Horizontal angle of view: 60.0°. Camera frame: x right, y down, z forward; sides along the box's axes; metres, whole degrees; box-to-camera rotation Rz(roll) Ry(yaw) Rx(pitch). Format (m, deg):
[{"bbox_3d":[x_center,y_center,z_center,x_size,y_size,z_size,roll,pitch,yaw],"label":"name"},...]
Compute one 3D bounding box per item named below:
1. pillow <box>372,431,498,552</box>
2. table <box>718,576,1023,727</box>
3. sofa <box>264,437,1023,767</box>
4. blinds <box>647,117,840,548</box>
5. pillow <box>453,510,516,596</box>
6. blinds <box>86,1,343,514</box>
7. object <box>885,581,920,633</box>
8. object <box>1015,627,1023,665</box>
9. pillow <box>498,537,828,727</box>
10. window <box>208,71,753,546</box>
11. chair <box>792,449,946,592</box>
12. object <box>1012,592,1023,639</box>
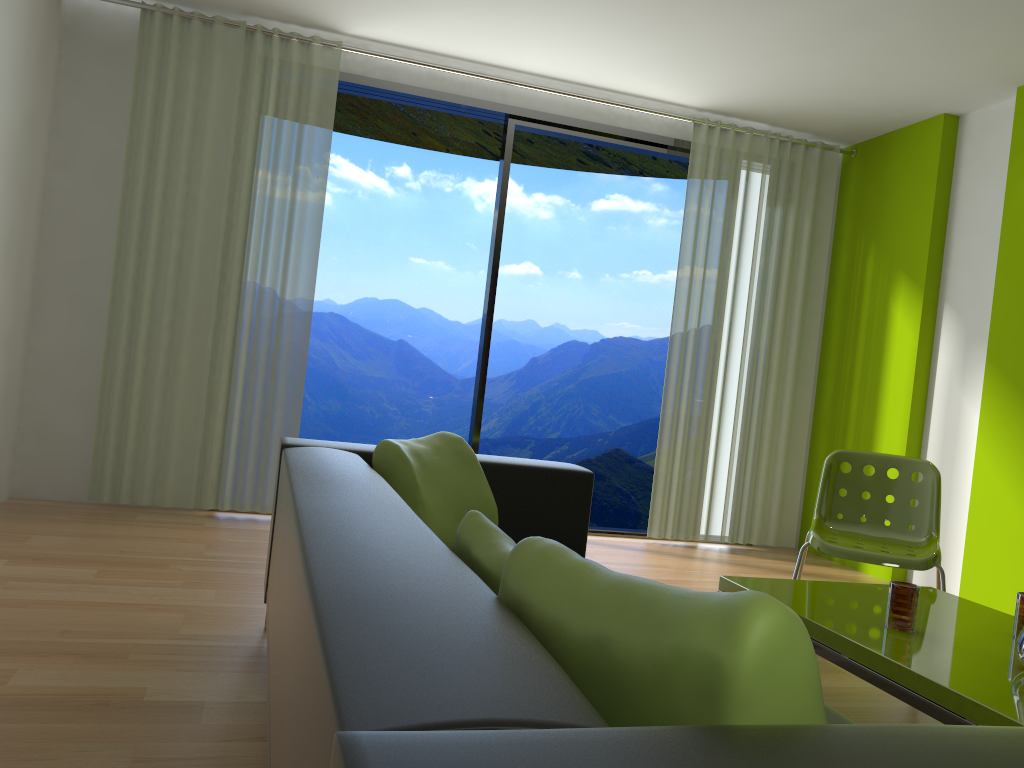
[{"bbox_3d":[-0.237,0.327,2.599,0.269,0.362,0.399,7,0,33],"label":"pillow"},{"bbox_3d":[1.251,0.852,2.111,0.810,0.349,1.682,6,0,-16],"label":"table"},{"bbox_3d":[0.063,0.576,1.788,1.061,0.639,2.583,6,0,-16],"label":"sofa"},{"bbox_3d":[1.440,-0.291,5.509,1.012,2.568,0.067,6,0,-16],"label":"blinds"},{"bbox_3d":[0.034,0.382,1.360,0.164,0.317,0.380,6,0,-32],"label":"pillow"},{"bbox_3d":[-1.545,-0.622,4.664,1.012,2.568,0.067,6,0,-16],"label":"blinds"},{"bbox_3d":[1.040,0.594,2.362,0.076,0.122,0.075,7,0,19],"label":"object"},{"bbox_3d":[1.283,0.481,2.061,0.168,0.400,0.168,6,0,-30],"label":"object"},{"bbox_3d":[0.154,0.383,0.985,0.210,0.403,0.457,6,0,-30],"label":"pillow"},{"bbox_3d":[0.059,-0.362,5.353,3.336,2.498,0.219,6,0,-16],"label":"window"},{"bbox_3d":[1.411,0.657,3.482,0.640,0.759,0.546,7,0,23],"label":"chair"},{"bbox_3d":[1.408,0.635,2.409,0.076,0.122,0.075,7,0,19],"label":"object"}]
